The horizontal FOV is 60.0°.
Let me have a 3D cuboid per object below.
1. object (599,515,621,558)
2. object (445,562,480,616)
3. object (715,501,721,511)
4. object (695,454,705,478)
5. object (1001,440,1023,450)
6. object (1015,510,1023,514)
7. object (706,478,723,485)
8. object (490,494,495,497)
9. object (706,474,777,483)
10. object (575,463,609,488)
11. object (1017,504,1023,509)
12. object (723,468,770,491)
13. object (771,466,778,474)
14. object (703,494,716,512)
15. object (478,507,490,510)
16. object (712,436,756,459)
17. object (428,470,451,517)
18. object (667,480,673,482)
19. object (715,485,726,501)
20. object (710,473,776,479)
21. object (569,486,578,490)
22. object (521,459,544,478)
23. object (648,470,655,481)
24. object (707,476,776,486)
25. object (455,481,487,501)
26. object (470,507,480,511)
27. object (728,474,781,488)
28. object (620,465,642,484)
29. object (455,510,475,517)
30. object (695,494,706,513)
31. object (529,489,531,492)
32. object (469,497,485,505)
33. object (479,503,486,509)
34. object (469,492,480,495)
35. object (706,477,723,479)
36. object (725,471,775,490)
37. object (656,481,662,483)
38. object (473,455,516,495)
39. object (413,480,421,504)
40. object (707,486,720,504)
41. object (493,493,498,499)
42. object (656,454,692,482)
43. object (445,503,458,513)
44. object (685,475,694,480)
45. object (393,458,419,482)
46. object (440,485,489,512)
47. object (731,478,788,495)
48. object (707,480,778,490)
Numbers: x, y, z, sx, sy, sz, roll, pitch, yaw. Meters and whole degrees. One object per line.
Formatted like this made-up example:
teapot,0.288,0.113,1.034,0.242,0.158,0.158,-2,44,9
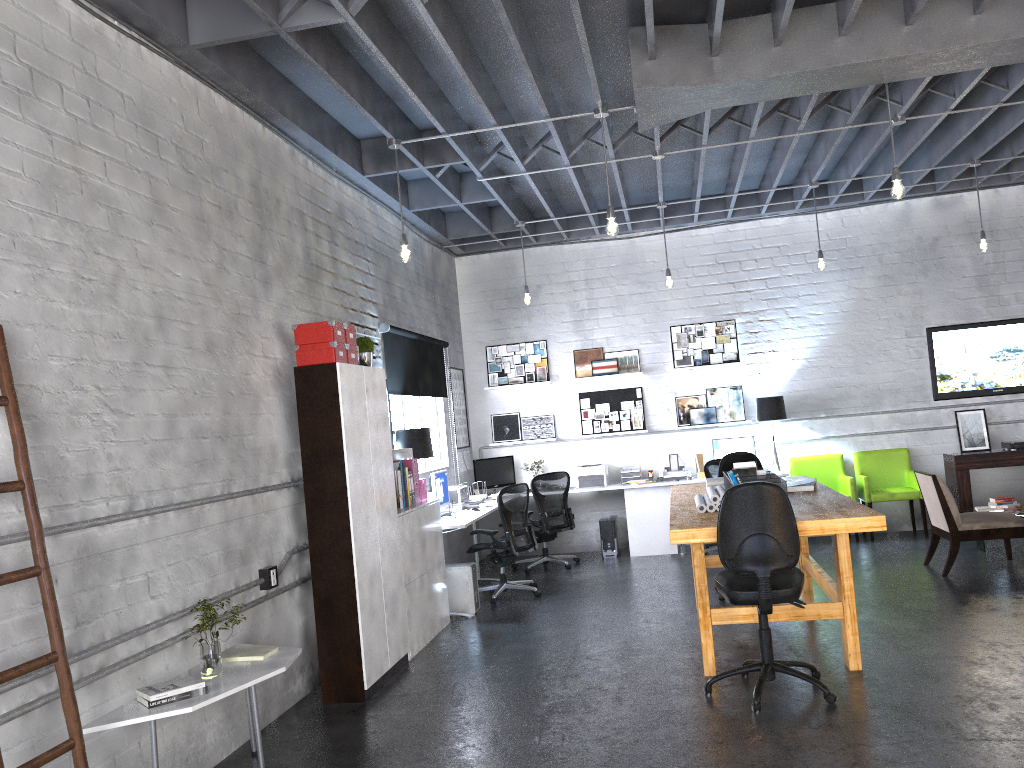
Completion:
object,1.117,1.735,10.113,0.180,0.411,0.476,-6,-2,10
object,-0.543,1.776,7.658,0.478,0.411,0.200,-6,-2,10
object,1.334,0.762,5.739,0.057,0.058,0.635,-6,-3,10
object,2.128,0.926,10.039,0.087,0.259,0.236,-6,-2,10
object,5.448,0.646,9.426,0.371,0.082,0.266,-6,-3,10
object,4.822,1.202,8.364,0.137,0.031,0.137,-7,-3,36
object,1.738,0.725,6.724,0.520,0.047,0.046,-6,-2,10
object,-0.030,1.241,10.037,0.421,0.028,0.181,-4,-3,-30
object,1.730,0.724,6.678,0.520,0.047,0.046,-6,-2,10
object,0.930,1.059,10.273,0.351,0.235,0.351,-6,-2,10
object,5.011,1.196,8.689,0.151,0.040,0.151,-7,-3,28
object,1.703,0.710,6.423,0.316,0.156,0.306,-6,-2,10
object,2.840,0.928,9.589,0.069,0.083,0.090,-6,-2,9
object,1.278,0.768,5.749,0.058,0.057,0.635,-6,-3,10
object,-0.281,1.201,8.525,0.119,0.016,0.119,-7,-3,28
object,2.507,0.808,9.971,0.465,0.417,0.212,-6,-2,15
object,-0.714,1.027,8.255,0.212,0.417,0.465,-6,-2,10
object,1.757,1.075,9.865,0.125,0.011,0.011,-3,-3,-41
object,1.358,0.711,5.736,0.057,0.057,0.635,-6,-3,10
object,1.746,0.727,6.769,0.520,0.047,0.046,-6,-2,10
object,0.685,1.179,10.042,0.103,0.021,0.131,-5,-3,-10
object,0.270,1.063,10.428,0.297,0.362,0.271,-4,-2,-35
object,1.595,1.050,10.189,0.093,0.116,0.067,-6,-2,10
object,1.720,0.723,6.623,0.520,0.047,0.046,-6,-2,8
object,-0.442,1.171,9.603,0.324,0.208,0.233,-6,-2,10
object,-0.361,1.195,8.450,0.114,0.036,0.058,-5,-2,0
object,1.593,0.693,5.818,0.316,0.156,0.306,-6,-2,10
object,1.371,1.042,10.188,0.229,0.180,0.316,-6,-2,10
object,-0.437,1.193,8.165,0.181,0.028,0.422,-5,-3,0
object,1.222,0.773,5.760,0.057,0.058,0.635,-6,-3,10
object,0.215,1.221,10.185,0.058,0.036,0.114,-3,-3,-40
object,-0.502,1.231,9.268,0.392,0.064,0.259,-6,-3,10
object,-0.276,1.177,8.528,0.078,0.049,0.062,-4,-2,-20
object,-0.426,1.217,9.940,0.156,0.141,0.088,-6,-2,25
object,1.755,0.728,6.815,0.520,0.047,0.046,-6,-2,10
object,1.648,0.701,6.120,0.316,0.156,0.306,-6,-2,10
object,1.617,1.090,9.821,0.008,0.007,0.141,-7,-3,44
object,-0.210,1.071,10.336,0.559,0.427,0.147,-3,-3,-43
object,-0.859,0.873,7.116,0.214,0.177,0.161,-6,-2,10
object,1.302,0.716,5.746,0.057,0.057,0.635,-6,-3,10
object,-0.160,1.228,9.722,0.130,0.049,0.130,-7,-3,27
object,1.831,0.946,10.099,0.405,0.280,0.399,-6,-2,10
object,-0.583,1.192,8.529,0.082,0.090,0.090,-7,-3,35
object,1.960,1.035,9.794,0.095,0.050,0.095,-4,-3,-21
object,-0.876,0.697,7.121,0.214,0.177,0.161,-6,-2,10
object,-0.488,1.127,8.835,0.485,0.230,0.420,-6,-2,10
object,1.537,0.684,5.515,0.316,0.156,0.306,-6,-2,10
object,1.721,0.762,6.607,0.520,0.047,0.047,-6,-2,10
